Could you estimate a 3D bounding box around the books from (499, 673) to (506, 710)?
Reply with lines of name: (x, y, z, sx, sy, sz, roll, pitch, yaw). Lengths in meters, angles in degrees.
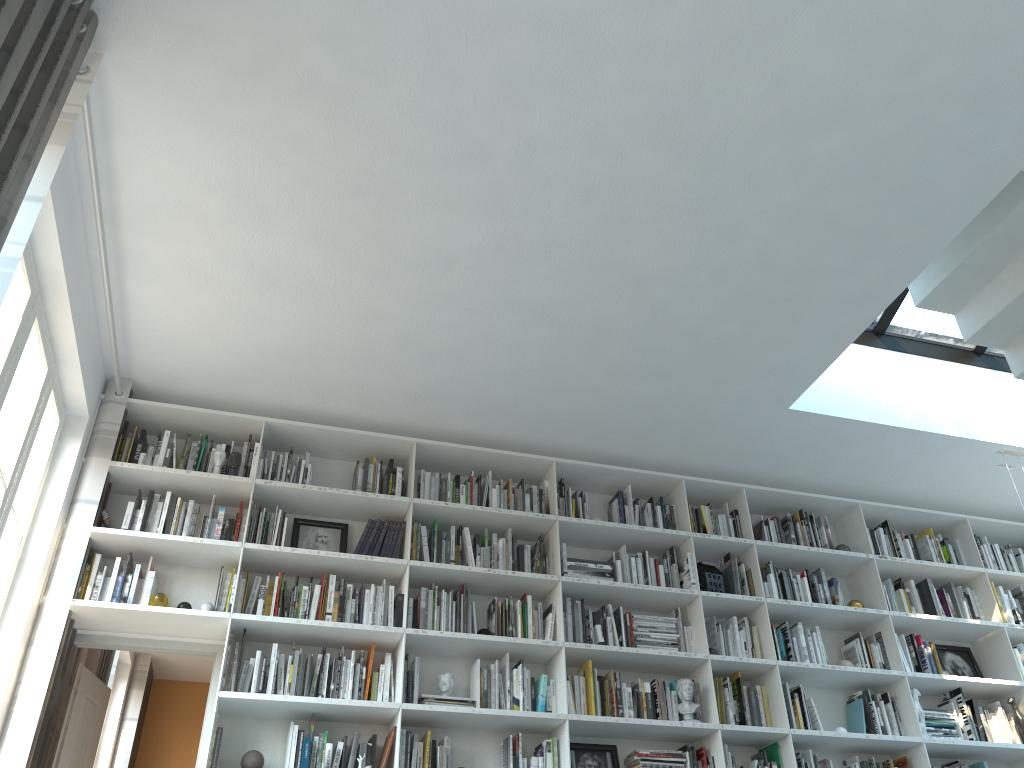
books: (-0.071, 1.632, 4.588, 0.048, 0.223, 0.150, 9, -36, -14)

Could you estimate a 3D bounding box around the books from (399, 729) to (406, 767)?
books: (-0.543, 1.827, 4.270, 0.025, 0.283, 0.146, 9, -36, -14)

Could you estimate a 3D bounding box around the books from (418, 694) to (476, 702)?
books: (-0.342, 1.612, 4.495, 0.285, 0.012, 0.160, 11, -37, -17)

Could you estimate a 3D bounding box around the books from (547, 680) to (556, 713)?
books: (0.197, 1.680, 4.657, 0.026, 0.216, 0.127, 9, -36, -14)

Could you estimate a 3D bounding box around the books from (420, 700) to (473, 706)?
books: (-0.342, 1.633, 4.483, 0.254, 0.012, 0.161, 11, -37, -16)

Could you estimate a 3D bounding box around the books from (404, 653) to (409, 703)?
books: (-0.551, 1.536, 4.501, 0.011, 0.296, 0.136, 9, -36, -14)

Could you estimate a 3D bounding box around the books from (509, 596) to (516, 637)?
books: (-0.016, 1.319, 4.837, 0.033, 0.286, 0.156, 9, -36, -14)

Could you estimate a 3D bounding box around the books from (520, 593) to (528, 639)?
books: (0.055, 1.315, 4.847, 0.006, 0.302, 0.166, 9, -36, -14)

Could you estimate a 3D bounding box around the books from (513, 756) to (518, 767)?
books: (-0.005, 1.950, 4.374, 0.025, 0.185, 0.154, 9, -36, -14)

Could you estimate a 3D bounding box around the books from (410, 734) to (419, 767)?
books: (-0.488, 1.843, 4.275, 0.036, 0.262, 0.167, 9, -36, -14)

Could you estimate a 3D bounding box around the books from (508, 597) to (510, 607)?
books: (-0.031, 1.315, 4.820, 0.005, 0.273, 0.158, 9, -36, -14)

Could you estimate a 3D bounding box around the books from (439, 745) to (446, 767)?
books: (-0.356, 1.881, 4.291, 0.028, 0.215, 0.176, 9, -36, -14)

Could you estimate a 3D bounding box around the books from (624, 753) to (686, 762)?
books: (0.747, 1.965, 4.638, 0.285, 0.012, 0.160, 12, -37, -18)

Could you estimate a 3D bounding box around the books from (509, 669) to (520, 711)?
books: (0.002, 1.627, 4.602, 0.028, 0.245, 0.171, 9, -36, -14)

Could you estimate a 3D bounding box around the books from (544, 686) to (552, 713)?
books: (0.173, 1.690, 4.638, 0.027, 0.180, 0.142, 9, -36, -14)

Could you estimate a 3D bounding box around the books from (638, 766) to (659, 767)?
books: (0.747, 2.017, 4.608, 0.254, 0.012, 0.161, 11, -37, -16)

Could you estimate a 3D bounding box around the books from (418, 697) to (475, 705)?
books: (-0.343, 1.625, 4.492, 0.285, 0.012, 0.160, 8, -36, -12)

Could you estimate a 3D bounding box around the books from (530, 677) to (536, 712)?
books: (0.088, 1.664, 4.632, 0.026, 0.218, 0.150, 9, -36, -14)

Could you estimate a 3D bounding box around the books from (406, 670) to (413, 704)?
books: (-0.525, 1.569, 4.473, 0.034, 0.208, 0.137, 9, -36, -14)

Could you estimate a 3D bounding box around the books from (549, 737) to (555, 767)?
books: (0.180, 1.937, 4.439, 0.011, 0.277, 0.188, 9, -36, -14)

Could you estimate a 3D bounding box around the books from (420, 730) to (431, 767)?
books: (-0.429, 1.837, 4.278, 0.026, 0.273, 0.191, 9, -36, -14)

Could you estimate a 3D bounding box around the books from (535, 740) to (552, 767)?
books: (0.159, 1.943, 4.439, 0.027, 0.268, 0.179, 9, -36, -14)

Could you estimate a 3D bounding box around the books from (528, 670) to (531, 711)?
books: (0.065, 1.645, 4.637, 0.022, 0.254, 0.153, 9, -36, -14)

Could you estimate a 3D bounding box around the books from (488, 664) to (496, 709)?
books: (-0.116, 1.605, 4.585, 0.022, 0.265, 0.152, 9, -36, -14)

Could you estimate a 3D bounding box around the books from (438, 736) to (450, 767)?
books: (-0.334, 1.873, 4.324, 0.028, 0.264, 0.145, 9, -36, -14)

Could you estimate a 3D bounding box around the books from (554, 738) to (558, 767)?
books: (0.195, 1.939, 4.446, 0.021, 0.280, 0.163, 9, -36, -14)

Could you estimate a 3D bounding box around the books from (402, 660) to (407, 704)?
books: (-0.562, 1.539, 4.471, 0.024, 0.256, 0.134, 9, -36, -14)

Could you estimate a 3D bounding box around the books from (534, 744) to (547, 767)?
books: (0.142, 1.946, 4.422, 0.012, 0.243, 0.172, 9, -36, -14)

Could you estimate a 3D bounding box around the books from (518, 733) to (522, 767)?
books: (0.020, 1.914, 4.419, 0.012, 0.296, 0.167, 9, -36, -14)

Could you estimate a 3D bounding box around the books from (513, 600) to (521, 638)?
books: (0.016, 1.321, 4.803, 0.013, 0.242, 0.190, 9, -36, -14)

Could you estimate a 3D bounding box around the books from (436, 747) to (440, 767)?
books: (-0.375, 1.883, 4.287, 0.011, 0.206, 0.181, 9, -36, -14)

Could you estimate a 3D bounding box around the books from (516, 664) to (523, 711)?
books: (0.024, 1.617, 4.604, 0.012, 0.264, 0.194, 9, -36, -14)

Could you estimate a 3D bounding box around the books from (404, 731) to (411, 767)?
books: (-0.520, 1.838, 4.277, 0.026, 0.273, 0.155, 9, -36, -14)

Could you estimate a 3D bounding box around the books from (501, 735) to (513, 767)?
books: (-0.025, 1.910, 4.401, 0.012, 0.283, 0.160, 9, -36, -14)

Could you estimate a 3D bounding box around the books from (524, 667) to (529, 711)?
books: (0.049, 1.629, 4.617, 0.023, 0.258, 0.171, 9, -36, -14)

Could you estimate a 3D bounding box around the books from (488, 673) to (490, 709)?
books: (-0.142, 1.626, 4.580, 0.024, 0.225, 0.138, 9, -36, -14)

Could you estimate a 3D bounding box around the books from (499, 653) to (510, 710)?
books: (-0.042, 1.589, 4.618, 0.010, 0.327, 0.174, 9, -36, -14)

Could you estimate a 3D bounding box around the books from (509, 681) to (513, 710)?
books: (-0.028, 1.657, 4.594, 0.025, 0.188, 0.141, 9, -36, -14)

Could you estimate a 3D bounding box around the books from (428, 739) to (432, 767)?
books: (-0.415, 1.864, 4.291, 0.014, 0.242, 0.153, 9, -36, -14)

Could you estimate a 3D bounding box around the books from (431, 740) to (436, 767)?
books: (-0.400, 1.875, 4.310, 0.028, 0.246, 0.143, 9, -36, -14)

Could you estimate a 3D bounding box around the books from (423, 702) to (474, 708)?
books: (-0.341, 1.641, 4.473, 0.254, 0.012, 0.161, 12, -37, -18)

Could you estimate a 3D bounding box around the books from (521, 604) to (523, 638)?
books: (0.033, 1.335, 4.831, 0.017, 0.251, 0.140, 9, -36, -14)

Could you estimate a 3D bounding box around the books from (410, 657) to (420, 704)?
books: (-0.498, 1.542, 4.495, 0.021, 0.276, 0.137, 9, -36, -14)

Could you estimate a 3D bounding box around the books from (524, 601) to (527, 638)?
books: (0.051, 1.333, 4.829, 0.006, 0.251, 0.181, 9, -36, -14)

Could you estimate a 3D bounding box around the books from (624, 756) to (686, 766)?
books: (0.746, 1.979, 4.637, 0.285, 0.012, 0.160, 8, -36, -12)

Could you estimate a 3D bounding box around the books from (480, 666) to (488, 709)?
books: (-0.160, 1.598, 4.556, 0.030, 0.245, 0.175, 9, -36, -14)

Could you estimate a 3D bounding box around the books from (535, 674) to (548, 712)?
books: (0.136, 1.654, 4.627, 0.060, 0.226, 0.180, 9, -36, -14)

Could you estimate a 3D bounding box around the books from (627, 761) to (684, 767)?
books: (0.747, 1.997, 4.622, 0.254, 0.012, 0.161, 11, -37, -16)

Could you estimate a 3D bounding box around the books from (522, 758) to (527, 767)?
books: (0.039, 1.968, 4.396, 0.030, 0.181, 0.155, 9, -36, -14)

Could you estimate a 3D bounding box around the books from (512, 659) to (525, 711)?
books: (0.032, 1.609, 4.623, 0.011, 0.299, 0.179, 9, -36, -14)

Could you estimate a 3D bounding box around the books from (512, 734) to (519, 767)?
books: (0.008, 1.917, 4.417, 0.011, 0.290, 0.156, 9, -36, -14)

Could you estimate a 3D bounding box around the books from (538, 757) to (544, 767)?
books: (0.123, 1.972, 4.410, 0.024, 0.187, 0.173, 9, -36, -14)

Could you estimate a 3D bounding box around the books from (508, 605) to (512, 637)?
books: (-0.030, 1.326, 4.785, 0.006, 0.215, 0.182, 9, -36, -14)

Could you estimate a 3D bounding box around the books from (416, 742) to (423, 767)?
books: (-0.460, 1.864, 4.275, 0.025, 0.226, 0.153, 9, -36, -14)

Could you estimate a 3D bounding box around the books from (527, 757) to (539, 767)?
books: (0.085, 1.963, 4.397, 0.057, 0.187, 0.157, 9, -36, -14)

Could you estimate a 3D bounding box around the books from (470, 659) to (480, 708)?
books: (-0.191, 1.581, 4.564, 0.012, 0.283, 0.160, 9, -36, -14)

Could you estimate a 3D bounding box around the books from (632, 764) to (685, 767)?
books: (0.747, 2.006, 4.613, 0.254, 0.012, 0.161, 11, -37, -17)

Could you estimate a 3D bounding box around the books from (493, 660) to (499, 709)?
books: (-0.096, 1.593, 4.585, 0.012, 0.284, 0.168, 9, -36, -14)

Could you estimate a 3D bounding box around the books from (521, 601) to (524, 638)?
books: (0.044, 1.331, 4.836, 0.004, 0.264, 0.142, 9, -36, -14)

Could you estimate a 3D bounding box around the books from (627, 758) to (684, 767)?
books: (0.747, 1.986, 4.627, 0.254, 0.012, 0.161, 11, -37, -17)
